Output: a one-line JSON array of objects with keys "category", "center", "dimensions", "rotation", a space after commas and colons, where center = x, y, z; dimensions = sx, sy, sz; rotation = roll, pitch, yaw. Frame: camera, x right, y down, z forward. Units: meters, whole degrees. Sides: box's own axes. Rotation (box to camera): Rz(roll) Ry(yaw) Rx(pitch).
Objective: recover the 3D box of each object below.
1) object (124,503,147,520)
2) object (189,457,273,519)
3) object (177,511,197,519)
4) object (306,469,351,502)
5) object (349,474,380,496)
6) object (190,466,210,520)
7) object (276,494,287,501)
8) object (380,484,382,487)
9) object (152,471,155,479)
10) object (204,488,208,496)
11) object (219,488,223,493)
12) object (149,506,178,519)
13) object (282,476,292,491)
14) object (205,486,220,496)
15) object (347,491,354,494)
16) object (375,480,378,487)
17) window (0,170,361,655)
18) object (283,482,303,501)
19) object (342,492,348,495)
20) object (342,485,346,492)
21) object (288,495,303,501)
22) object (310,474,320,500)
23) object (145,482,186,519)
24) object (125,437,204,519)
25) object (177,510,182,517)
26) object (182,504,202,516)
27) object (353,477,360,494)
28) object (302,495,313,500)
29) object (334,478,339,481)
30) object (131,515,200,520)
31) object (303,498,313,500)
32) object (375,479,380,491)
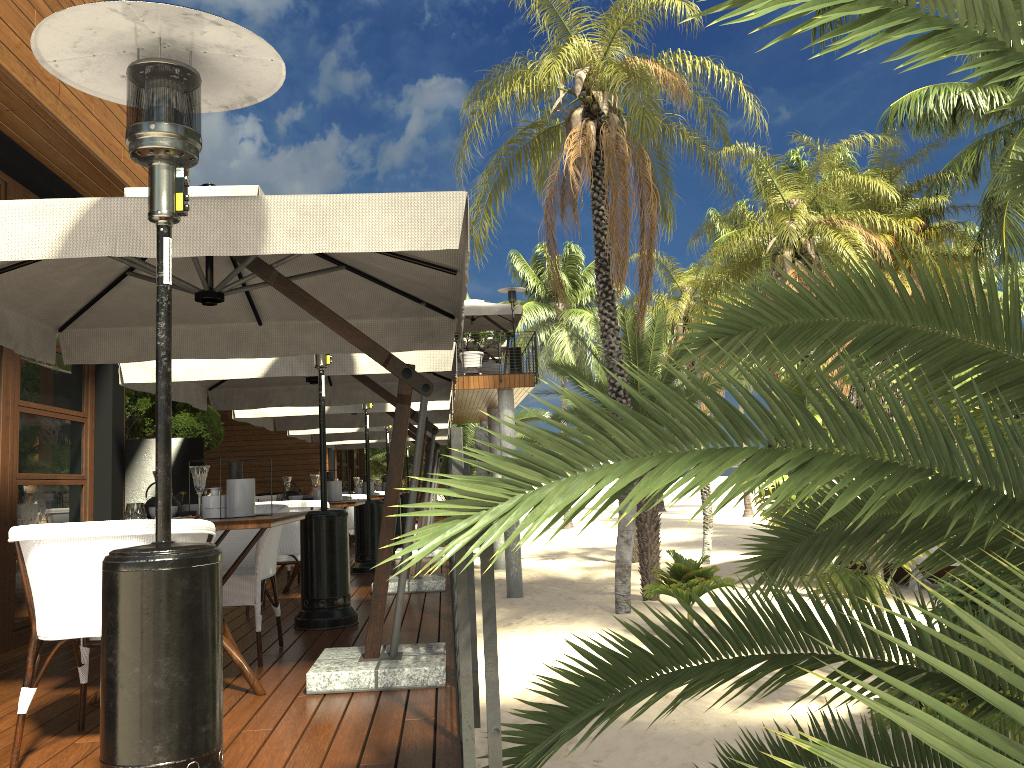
[{"category": "object", "center": [-1.602, 0.550, 3.770], "dimensions": [0.086, 0.086, 0.086], "rotation": [-3, -7, 0]}, {"category": "object", "center": [-1.278, 0.473, 4.026], "dimensions": [0.263, 0.264, 0.263], "rotation": [-8, -9, 40]}, {"category": "object", "center": [-1.392, 0.566, 3.802], "dimensions": [0.080, 0.042, 0.080], "rotation": [-1, -7, -13]}, {"category": "object", "center": [-1.533, 0.851, 7.399], "dimensions": [0.263, 0.264, 0.263], "rotation": [-8, -9, 40]}, {"category": "object", "center": [-1.786, 1.226, 10.740], "dimensions": [0.263, 0.264, 0.263], "rotation": [-8, -9, 40]}, {"category": "object", "center": [-1.329, 0.464, 3.775], "dimensions": [0.082, 0.227, 0.082], "rotation": [-2, -7, -4]}, {"category": "object", "center": [-1.857, 0.928, 7.143], "dimensions": [0.086, 0.086, 0.086], "rotation": [-3, -7, 0]}, {"category": "object", "center": [-2.591, 2.031, 17.420], "dimensions": [0.163, 0.179, 0.167], "rotation": [-2, -7, -3]}, {"category": "object", "center": [-1.666, 0.527, 4.213], "dimensions": [0.082, 0.227, 0.082], "rotation": [-2, -7, -4]}, {"category": "object", "center": [-5.693, 2.049, 16.475], "dimensions": [0.082, 0.227, 0.082], "rotation": [4, -10, -42]}, {"category": "object", "center": [-5.610, 2.110, 17.072], "dimensions": [0.082, 0.227, 0.082], "rotation": [4, -10, -42]}, {"category": "object", "center": [-1.492, 0.558, 3.794], "dimensions": [0.116, 0.065, 0.116], "rotation": [-3, -6, -1]}, {"category": "object", "center": [-1.921, 0.905, 7.586], "dimensions": [0.082, 0.227, 0.082], "rotation": [-2, -7, -4]}, {"category": "object", "center": [-5.641, 2.066, 16.792], "dimensions": [0.263, 0.264, 0.263], "rotation": [-9, -9, 41]}, {"category": "object", "center": [-2.001, 1.352, 10.887], "dimensions": [0.116, 0.065, 0.116], "rotation": [-2, -6, -6]}, {"category": "object", "center": [-2.681, 2.031, 17.634], "dimensions": [0.082, 0.227, 0.082], "rotation": [-2, -7, -4]}, {"category": "window", "center": [-9.434, -5.477, 20.962], "dimensions": [14.487, 18.005, 38.334], "rotation": [1, -7, -27]}, {"category": "object", "center": [-1.828, 0.904, 7.369], "dimensions": [0.168, 0.179, 0.162], "rotation": [-2, -7, -6]}, {"category": "object", "center": [-2.000, 1.311, 10.508], "dimensions": [0.116, 0.065, 0.116], "rotation": [-2, -6, -6]}, {"category": "object", "center": [-2.084, 1.279, 10.713], "dimensions": [0.163, 0.179, 0.167], "rotation": [-2, -7, -3]}, {"category": "object", "center": [-1.747, 0.936, 7.167], "dimensions": [0.116, 0.065, 0.116], "rotation": [-3, -6, -1]}, {"category": "object", "center": [-1.584, 0.842, 7.148], "dimensions": [0.082, 0.227, 0.082], "rotation": [-2, -7, -4]}, {"category": "object", "center": [-1.573, 0.526, 3.997], "dimensions": [0.168, 0.179, 0.162], "rotation": [-2, -7, -6]}, {"category": "object", "center": [-3.227, 1.196, 8.119], "dimensions": [0.768, 1.400, 0.769], "rotation": [0, -7, -20]}, {"category": "object", "center": [-1.591, 0.614, 4.162], "dimensions": [0.080, 0.042, 0.080], "rotation": [2, -8, -36]}, {"category": "object", "center": [-1.493, 0.599, 4.173], "dimensions": [0.116, 0.065, 0.116], "rotation": [-3, -6, -1]}, {"category": "object", "center": [-1.837, 1.216, 10.489], "dimensions": [0.082, 0.227, 0.082], "rotation": [-2, -7, -4]}, {"category": "object", "center": [-1.748, 0.977, 7.545], "dimensions": [0.116, 0.065, 0.116], "rotation": [-3, -6, -1]}, {"category": "object", "center": [-2.174, 1.280, 10.927], "dimensions": [0.082, 0.227, 0.082], "rotation": [-1, -7, -15]}, {"category": "object", "center": [-1.432, 0.559, 3.640], "dimensions": [0.294, 0.025, 0.170], "rotation": [-2, -6, -5]}, {"category": "object", "center": [-1.647, 0.944, 7.175], "dimensions": [0.080, 0.042, 0.080], "rotation": [-1, -7, -13]}, {"category": "object", "center": [-2.089, 1.589, 13.821], "dimensions": [0.082, 0.227, 0.082], "rotation": [-2, -7, -4]}]
